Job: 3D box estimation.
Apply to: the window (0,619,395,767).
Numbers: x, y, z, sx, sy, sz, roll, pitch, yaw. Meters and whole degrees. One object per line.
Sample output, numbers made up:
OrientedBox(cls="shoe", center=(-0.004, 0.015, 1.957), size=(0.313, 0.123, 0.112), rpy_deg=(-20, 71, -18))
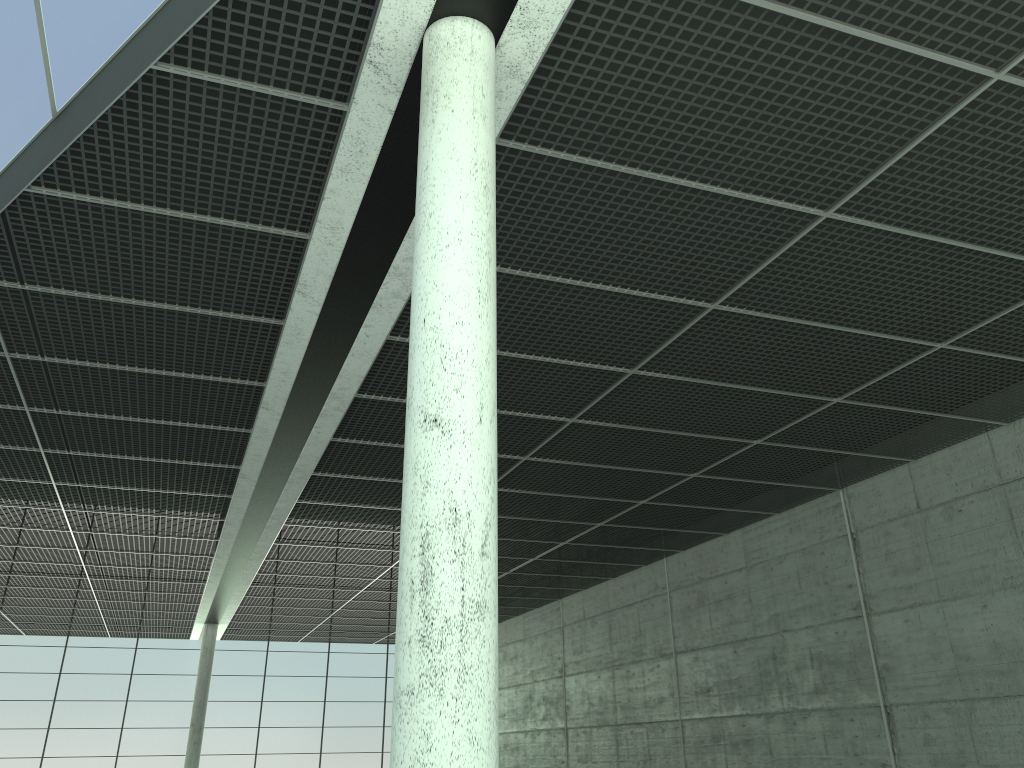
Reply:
OrientedBox(cls="window", center=(-37.304, 11.259, 36.245), size=(100.502, 16.079, 99.859), rpy_deg=(8, -26, -19))
